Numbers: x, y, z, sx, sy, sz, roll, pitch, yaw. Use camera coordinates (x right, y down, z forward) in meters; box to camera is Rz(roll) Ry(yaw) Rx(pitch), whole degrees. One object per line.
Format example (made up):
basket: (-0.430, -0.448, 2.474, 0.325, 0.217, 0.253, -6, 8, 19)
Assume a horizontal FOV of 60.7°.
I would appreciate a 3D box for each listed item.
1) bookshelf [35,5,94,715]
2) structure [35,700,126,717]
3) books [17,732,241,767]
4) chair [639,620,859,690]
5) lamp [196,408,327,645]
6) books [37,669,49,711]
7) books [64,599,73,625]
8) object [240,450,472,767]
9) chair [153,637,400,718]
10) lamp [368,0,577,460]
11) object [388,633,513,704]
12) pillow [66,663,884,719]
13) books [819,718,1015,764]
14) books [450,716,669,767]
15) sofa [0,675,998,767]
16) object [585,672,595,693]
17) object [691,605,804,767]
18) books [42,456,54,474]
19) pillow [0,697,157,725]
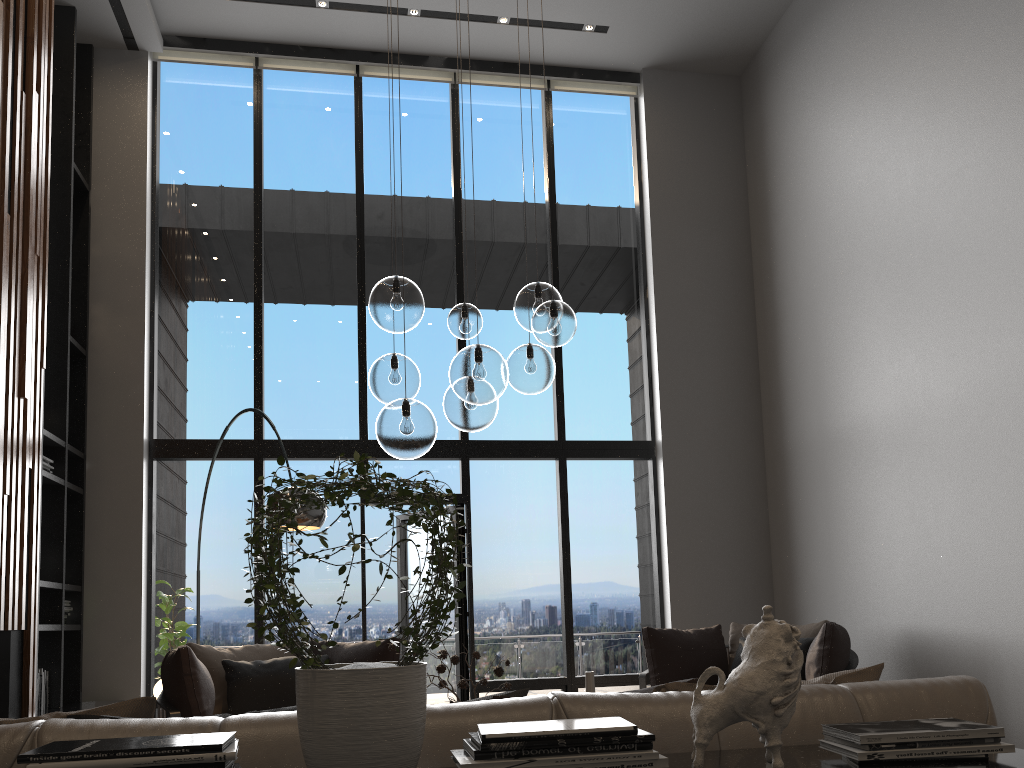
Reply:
bookshelf: (-3.379, -0.380, 6.151, 0.338, 5.203, 1.488, -1, -7, -10)
structure: (-2.692, 1.751, 3.397, 0.667, 0.447, 6.716, 0, -15, -10)
books: (-0.575, 0.612, 1.366, 0.325, 0.097, 0.210, 1, -14, -10)
chair: (1.599, 2.074, 5.948, 1.444, 0.879, 1.521, -3, -13, 6)
lamp: (-1.609, 1.297, 5.334, 0.321, 2.283, 2.074, 2, -11, -33)
books: (-3.301, 2.088, 5.965, 0.174, 0.280, 0.341, 0, -12, -10)
books: (-3.395, 1.673, 6.414, 0.218, 0.186, 0.384, 0, -13, -10)
object: (-0.251, 0.392, 1.462, 0.386, 0.564, 0.220, 3, -9, -29)
chair: (-1.337, 1.956, 5.147, 1.486, 0.879, 1.479, -6, -13, 16)
lamp: (-0.245, -2.056, 3.993, 1.231, 4.892, 1.255, 0, -7, -13)
object: (-0.286, 1.301, 3.598, 0.546, 0.590, 0.322, 7, -12, -39)
pillow: (-0.082, 0.955, 2.111, 1.940, 0.489, 0.557, 1, -12, -11)
books: (0.731, 0.656, 1.610, 0.293, 0.053, 0.189, 0, -14, -6)
books: (0.069, 0.626, 1.476, 0.348, 0.098, 0.199, 1, -14, -10)
sofa: (-0.531, 1.255, 2.497, 3.243, 0.800, 1.929, 1, -14, -10)
object: (0.240, 1.365, 3.531, 0.316, 0.389, 0.327, -3, -10, 9)
object: (0.422, 0.544, 1.573, 0.207, 0.284, 0.138, -3, -8, 9)
books: (-3.341, 0.569, 6.070, 0.219, 0.125, 0.331, 0, -14, -10)
pillow: (-1.465, 0.969, 1.969, 1.390, 0.536, 0.778, -7, -13, 20)
